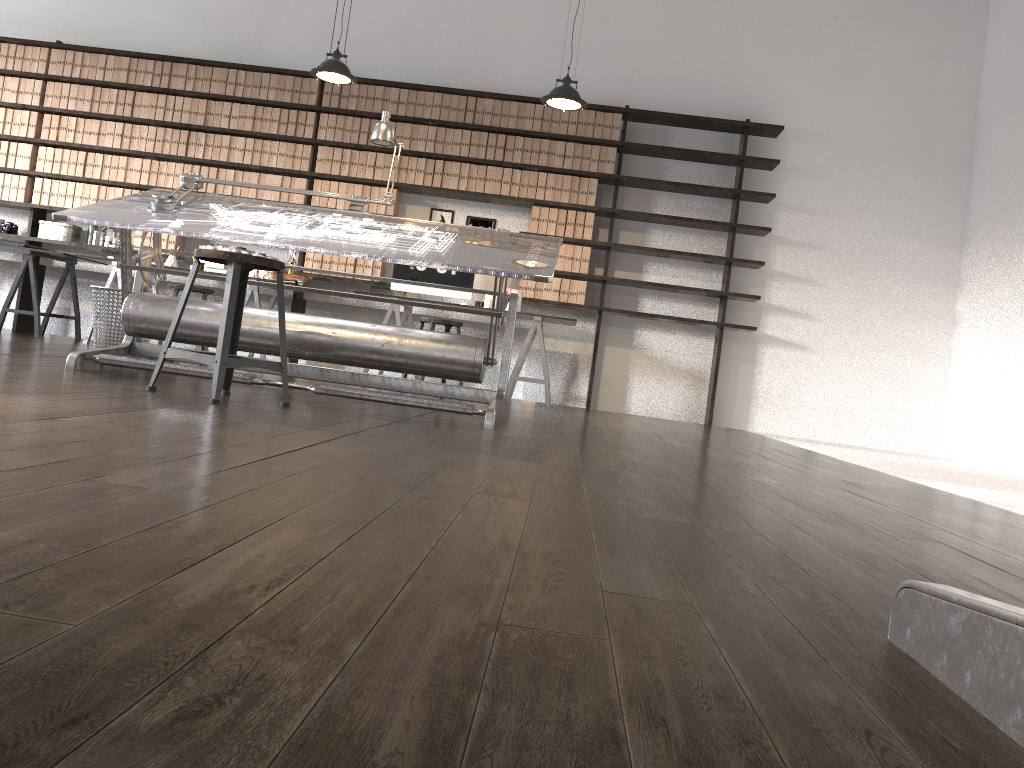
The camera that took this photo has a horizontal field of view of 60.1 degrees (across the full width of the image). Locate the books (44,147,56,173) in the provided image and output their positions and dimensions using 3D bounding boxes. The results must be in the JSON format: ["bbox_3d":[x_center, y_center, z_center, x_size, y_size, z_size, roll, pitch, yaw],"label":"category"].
[{"bbox_3d":[-3.851,-1.860,7.462,0.067,0.226,0.174,8,-1,3],"label":"books"}]

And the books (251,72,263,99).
[{"bbox_3d":[-2.102,-2.461,7.390,0.067,0.226,0.174,8,-1,3],"label":"books"}]

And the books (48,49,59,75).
[{"bbox_3d":[-3.833,-2.696,7.500,0.067,0.226,0.174,8,-1,3],"label":"books"}]

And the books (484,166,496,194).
[{"bbox_3d":[-0.172,-1.649,7.241,0.067,0.226,0.174,8,-1,3],"label":"books"}]

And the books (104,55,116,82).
[{"bbox_3d":[-3.348,-2.630,7.468,0.067,0.226,0.174,8,-1,3],"label":"books"}]

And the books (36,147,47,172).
[{"bbox_3d":[-3.922,-1.870,7.470,0.067,0.226,0.174,8,-1,3],"label":"books"}]

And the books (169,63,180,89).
[{"bbox_3d":[-2.795,-2.555,7.436,0.067,0.226,0.174,8,-1,3],"label":"books"}]

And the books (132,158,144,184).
[{"bbox_3d":[-3.098,-1.758,7.417,0.067,0.226,0.174,8,-1,3],"label":"books"}]

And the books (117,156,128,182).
[{"bbox_3d":[-3.227,-1.775,7.422,0.067,0.226,0.174,8,-1,3],"label":"books"}]

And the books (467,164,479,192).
[{"bbox_3d":[-0.315,-1.668,7.253,0.067,0.226,0.174,8,-1,3],"label":"books"}]

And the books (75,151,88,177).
[{"bbox_3d":[-3.578,-1.823,7.446,0.067,0.226,0.174,8,-1,3],"label":"books"}]

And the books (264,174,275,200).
[{"bbox_3d":[-1.985,-1.607,7.345,0.067,0.226,0.174,8,-1,3],"label":"books"}]

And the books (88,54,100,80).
[{"bbox_3d":[-3.489,-2.649,7.479,0.067,0.226,0.174,8,-1,3],"label":"books"}]

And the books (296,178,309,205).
[{"bbox_3d":[-1.716,-1.571,7.325,0.067,0.226,0.174,8,-1,3],"label":"books"}]

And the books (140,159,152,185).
[{"bbox_3d":[-3.027,-1.748,7.411,0.067,0.226,0.174,8,-1,3],"label":"books"}]

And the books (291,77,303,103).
[{"bbox_3d":[-1.766,-2.416,7.369,0.067,0.226,0.174,8,-1,3],"label":"books"}]

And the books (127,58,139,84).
[{"bbox_3d":[-3.153,-2.603,7.458,0.067,0.226,0.174,8,-1,3],"label":"books"}]

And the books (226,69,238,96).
[{"bbox_3d":[-2.312,-2.490,7.398,0.067,0.226,0.174,8,-1,3],"label":"books"}]

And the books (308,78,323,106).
[{"bbox_3d":[-1.626,-2.397,7.356,0.067,0.226,0.174,8,-1,3],"label":"books"}]

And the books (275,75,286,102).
[{"bbox_3d":[-1.899,-2.434,7.376,0.067,0.226,0.174,8,-1,3],"label":"books"}]

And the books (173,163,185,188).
[{"bbox_3d":[-2.748,-1.711,7.391,0.067,0.226,0.174,8,-1,3],"label":"books"}]

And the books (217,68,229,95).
[{"bbox_3d":[-2.384,-2.499,7.403,0.067,0.226,0.174,8,-1,3],"label":"books"}]

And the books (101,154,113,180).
[{"bbox_3d":[-3.363,-1.794,7.437,0.067,0.226,0.174,8,-1,3],"label":"books"}]

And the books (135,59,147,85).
[{"bbox_3d":[-3.083,-2.594,7.454,0.067,0.226,0.174,8,-1,3],"label":"books"}]

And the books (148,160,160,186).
[{"bbox_3d":[-2.957,-1.739,7.410,0.067,0.226,0.174,8,-1,3],"label":"books"}]

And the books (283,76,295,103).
[{"bbox_3d":[-1.833,-2.425,7.367,0.067,0.226,0.174,8,-1,3],"label":"books"}]

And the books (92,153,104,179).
[{"bbox_3d":[-3.434,-1.803,7.438,0.067,0.226,0.174,8,-1,3],"label":"books"}]

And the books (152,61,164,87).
[{"bbox_3d":[-2.942,-2.575,7.445,0.067,0.226,0.174,8,-1,3],"label":"books"}]

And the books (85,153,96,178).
[{"bbox_3d":[-3.504,-1.813,7.447,0.067,0.226,0.174,8,-1,3],"label":"books"}]

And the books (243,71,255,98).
[{"bbox_3d":[-2.171,-2.471,7.396,0.067,0.226,0.174,8,-1,3],"label":"books"}]

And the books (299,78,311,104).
[{"bbox_3d":[-1.696,-2.406,7.365,0.067,0.226,0.174,8,-1,3],"label":"books"}]

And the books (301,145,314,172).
[{"bbox_3d":[-1.682,-1.847,7.340,0.067,0.226,0.174,8,-1,3],"label":"books"}]

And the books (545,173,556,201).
[{"bbox_3d":[0.313,-1.583,7.209,0.067,0.226,0.174,8,-1,3],"label":"books"}]

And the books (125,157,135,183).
[{"bbox_3d":[-3.160,-1.767,7.423,0.067,0.226,0.174,8,-1,3],"label":"books"}]

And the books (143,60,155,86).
[{"bbox_3d":[-3.013,-2.584,7.445,0.067,0.226,0.174,8,-1,3],"label":"books"}]

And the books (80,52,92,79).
[{"bbox_3d":[-3.558,-2.658,7.486,0.067,0.226,0.174,8,-1,3],"label":"books"}]

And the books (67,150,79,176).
[{"bbox_3d":[-3.651,-1.833,7.456,0.067,0.226,0.174,8,-1,3],"label":"books"}]

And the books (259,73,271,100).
[{"bbox_3d":[-2.033,-2.452,7.381,0.067,0.226,0.174,8,-1,3],"label":"books"}]

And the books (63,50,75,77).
[{"bbox_3d":[-3.699,-2.677,7.488,0.067,0.226,0.174,8,-1,3],"label":"books"}]

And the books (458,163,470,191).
[{"bbox_3d":[-0.384,-1.677,7.254,0.067,0.226,0.174,8,-1,3],"label":"books"}]

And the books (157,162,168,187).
[{"bbox_3d":[-2.888,-1.730,7.408,0.067,0.226,0.174,8,-1,3],"label":"books"}]

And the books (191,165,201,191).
[{"bbox_3d":[-2.613,-1.693,7.387,0.067,0.226,0.174,8,-1,3],"label":"books"}]

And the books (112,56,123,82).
[{"bbox_3d":[-3.286,-2.622,7.466,0.067,0.226,0.174,8,-1,3],"label":"books"}]

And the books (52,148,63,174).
[{"bbox_3d":[-3.779,-1.850,7.458,0.067,0.226,0.174,8,-1,3],"label":"books"}]

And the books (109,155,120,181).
[{"bbox_3d":[-3.293,-1.785,7.433,0.067,0.226,0.174,8,-1,3],"label":"books"}]

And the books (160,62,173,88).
[{"bbox_3d":[-2.868,-2.565,7.435,0.067,0.226,0.174,8,-1,3],"label":"books"}]

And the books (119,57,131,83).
[{"bbox_3d":[-3.220,-2.612,7.457,0.067,0.226,0.174,8,-1,3],"label":"books"}]

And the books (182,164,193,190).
[{"bbox_3d":[-2.676,-1.701,7.386,0.067,0.226,0.174,8,-1,3],"label":"books"}]

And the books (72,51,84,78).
[{"bbox_3d":[-3.627,-2.668,7.486,0.067,0.226,0.174,8,-1,3],"label":"books"}]

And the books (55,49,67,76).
[{"bbox_3d":[-3.771,-2.687,7.492,0.067,0.226,0.174,8,-1,3],"label":"books"}]

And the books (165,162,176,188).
[{"bbox_3d":[-2.819,-1.720,7.399,0.067,0.226,0.174,8,-1,3],"label":"books"}]

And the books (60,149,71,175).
[{"bbox_3d":[-3.716,-1.842,7.458,0.067,0.226,0.174,8,-1,3],"label":"books"}]

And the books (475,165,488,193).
[{"bbox_3d":[-0.246,-1.659,7.247,0.067,0.226,0.174,8,-1,3],"label":"books"}]

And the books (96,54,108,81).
[{"bbox_3d":[-3.420,-2.640,7.471,0.067,0.226,0.174,8,-1,3],"label":"books"}]
